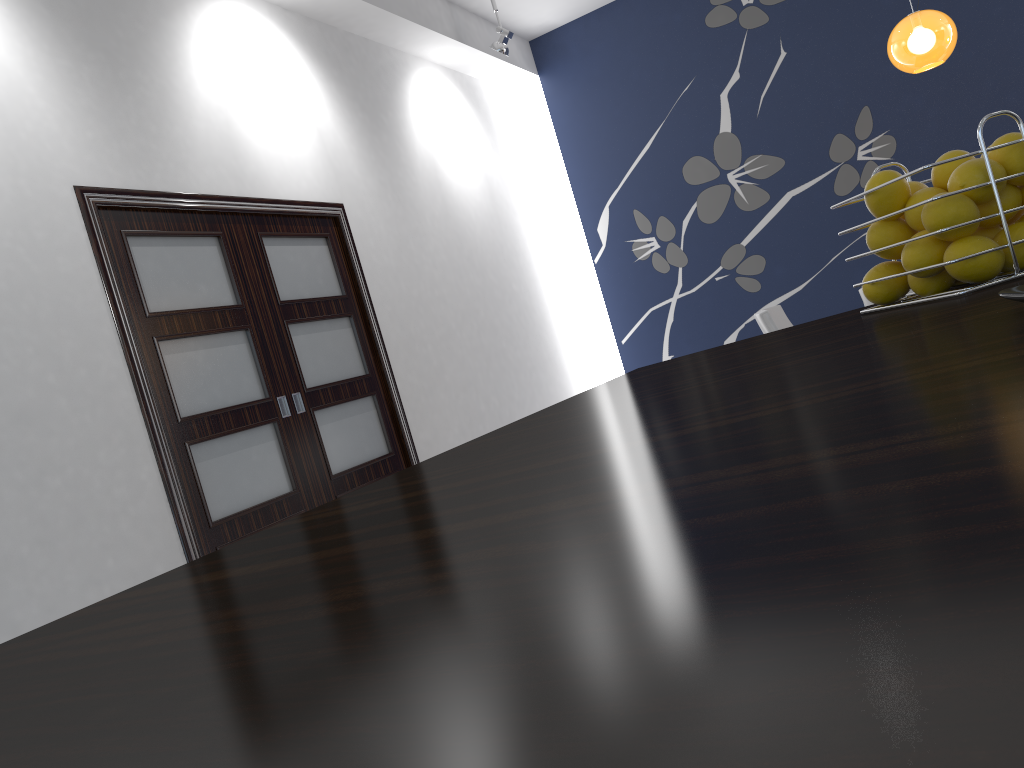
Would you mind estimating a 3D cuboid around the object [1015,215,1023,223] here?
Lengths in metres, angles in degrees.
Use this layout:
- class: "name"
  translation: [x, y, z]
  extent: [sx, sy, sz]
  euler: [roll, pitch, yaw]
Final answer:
- class: "object"
  translation: [0.599, -0.170, 0.998]
  extent: [0.060, 0.057, 0.052]
  euler: [-16, 1, 28]

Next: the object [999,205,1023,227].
- class: "object"
  translation: [0.574, -0.211, 1.037]
  extent: [0.062, 0.053, 0.052]
  euler: [-16, 1, -2]

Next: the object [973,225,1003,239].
- class: "object"
  translation: [0.547, -0.156, 1.030]
  extent: [0.057, 0.060, 0.052]
  euler: [-16, 1, 32]

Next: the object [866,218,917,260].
- class: "object"
  translation: [0.456, -0.174, 1.064]
  extent: [0.061, 0.054, 0.053]
  euler: [-17, 1, -18]

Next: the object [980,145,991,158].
- class: "object"
  translation: [0.571, -0.256, 1.018]
  extent: [0.053, 0.051, 0.063]
  euler: [-17, 1, -16]

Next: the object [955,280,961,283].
- class: "object"
  translation: [0.544, -0.149, 1.100]
  extent: [0.051, 0.053, 0.063]
  euler: [-16, 1, 34]

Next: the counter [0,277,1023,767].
- class: "counter"
  translation: [1.408, -0.137, 0.141]
  extent: [3.291, 1.300, 1.302]
  euler: [-16, 1, 26]

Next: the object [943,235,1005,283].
- class: "object"
  translation: [0.497, -0.134, 0.955]
  extent: [0.061, 0.053, 0.053]
  euler: [-17, 1, -19]

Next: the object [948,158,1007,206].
- class: "object"
  translation: [0.505, -0.219, 0.962]
  extent: [0.063, 0.051, 0.053]
  euler: [-17, 1, -18]

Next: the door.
- class: "door"
  translation: [-1.127, 0.118, 4.291]
  extent: [0.220, 2.061, 1.764]
  euler: [-16, 1, 26]

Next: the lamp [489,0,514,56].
- class: "lamp"
  translation: [-0.115, -2.528, 6.179]
  extent: [0.185, 0.511, 0.150]
  euler: [-16, 1, 26]

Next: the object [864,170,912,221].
- class: "object"
  translation: [0.442, -0.221, 1.042]
  extent: [0.050, 0.060, 0.059]
  euler: [-16, 1, 26]

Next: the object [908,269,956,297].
- class: "object"
  translation: [0.493, -0.130, 1.040]
  extent: [0.061, 0.055, 0.050]
  euler: [-17, 1, -18]

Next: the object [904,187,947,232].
- class: "object"
  translation: [0.481, -0.201, 1.021]
  extent: [0.055, 0.051, 0.061]
  euler: [-16, 1, 21]

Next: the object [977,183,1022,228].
- class: "object"
  translation: [0.536, -0.203, 0.996]
  extent: [0.064, 0.053, 0.051]
  euler: [-16, 1, 29]

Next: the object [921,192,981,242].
- class: "object"
  translation: [0.473, -0.180, 0.956]
  extent: [0.060, 0.055, 0.053]
  euler: [-17, 1, -20]

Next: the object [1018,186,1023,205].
- class: "object"
  translation: [0.590, -0.216, 0.978]
  extent: [0.053, 0.051, 0.063]
  euler: [-16, 1, -5]

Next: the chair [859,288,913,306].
- class: "chair"
  translation: [2.122, -0.179, 4.244]
  extent: [0.620, 0.805, 0.508]
  euler: [-17, 1, -29]

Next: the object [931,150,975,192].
- class: "object"
  translation: [0.513, -0.243, 1.026]
  extent: [0.051, 0.053, 0.063]
  euler: [-16, 1, 28]

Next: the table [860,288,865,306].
- class: "table"
  translation: [3.090, -0.463, 4.805]
  extent: [2.046, 0.783, 1.127]
  euler: [-16, 1, 26]

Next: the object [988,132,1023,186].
- class: "object"
  translation: [0.552, -0.246, 0.970]
  extent: [0.052, 0.060, 0.057]
  euler: [-16, 1, 14]

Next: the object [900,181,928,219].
- class: "object"
  translation: [0.490, -0.222, 1.091]
  extent: [0.051, 0.053, 0.063]
  euler: [-15, 2, 39]

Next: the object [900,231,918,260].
- class: "object"
  translation: [0.506, -0.175, 1.097]
  extent: [0.061, 0.055, 0.051]
  euler: [-16, 1, 6]

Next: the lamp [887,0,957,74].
- class: "lamp"
  translation: [2.099, -2.558, 4.940]
  extent: [0.358, 1.645, 0.359]
  euler: [-15, 2, 37]

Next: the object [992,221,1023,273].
- class: "object"
  translation: [0.553, -0.149, 0.971]
  extent: [0.053, 0.053, 0.061]
  euler: [-17, 1, -21]

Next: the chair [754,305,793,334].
- class: "chair"
  translation: [1.912, -0.144, 5.465]
  extent: [0.620, 0.805, 0.508]
  euler: [-16, 1, 26]

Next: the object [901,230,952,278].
- class: "object"
  translation: [0.470, -0.147, 1.000]
  extent: [0.062, 0.053, 0.052]
  euler: [-17, 1, -27]

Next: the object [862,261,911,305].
- class: "object"
  translation: [0.462, -0.124, 1.089]
  extent: [0.062, 0.052, 0.053]
  euler: [-17, 1, -24]

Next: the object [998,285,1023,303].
- class: "object"
  translation: [0.395, -0.095, 0.550]
  extent: [0.153, 0.069, 0.153]
  euler: [-16, 1, 0]

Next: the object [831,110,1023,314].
- class: "object"
  translation: [0.516, -0.199, 1.032]
  extent: [0.189, 0.174, 0.207]
  euler: [-17, 1, -9]
